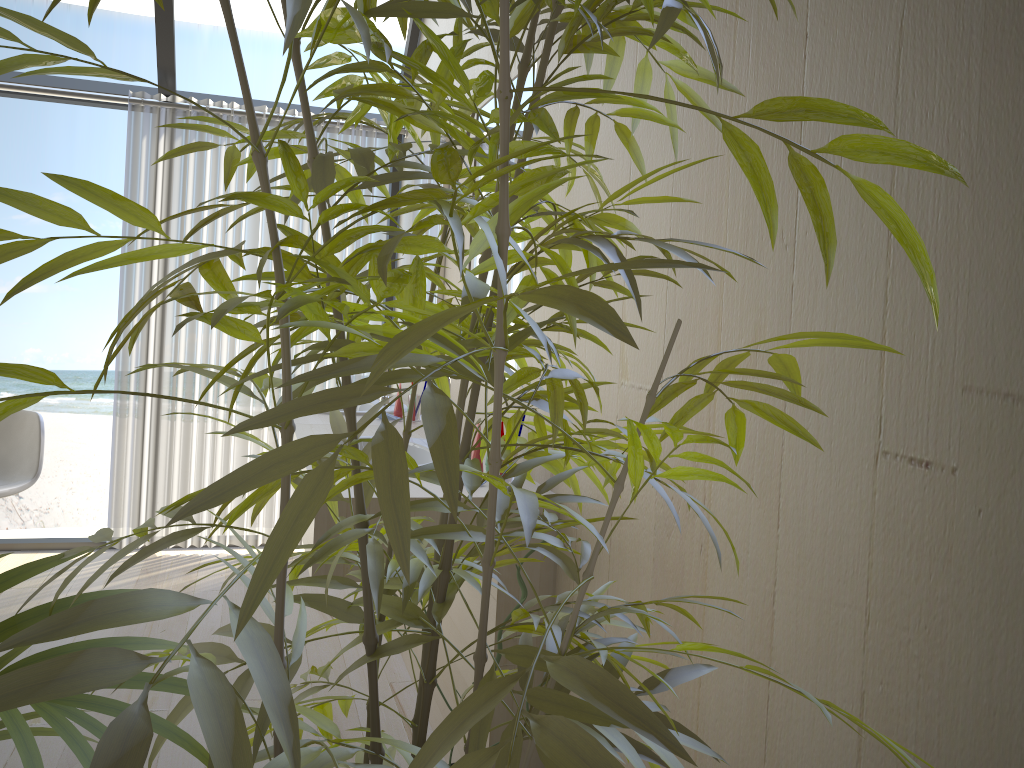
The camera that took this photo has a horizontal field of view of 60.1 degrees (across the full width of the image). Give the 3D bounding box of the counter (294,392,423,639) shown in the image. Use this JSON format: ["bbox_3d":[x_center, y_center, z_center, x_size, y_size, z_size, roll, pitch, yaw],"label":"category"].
[{"bbox_3d":[-0.662,0.487,3.630,0.550,0.790,1.208,3,3,-16],"label":"counter"}]

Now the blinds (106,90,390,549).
[{"bbox_3d":[-1.212,-0.270,4.170,1.182,2.069,0.084,3,1,-16],"label":"blinds"}]

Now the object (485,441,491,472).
[{"bbox_3d":[-0.047,0.157,2.246,0.039,0.135,0.039,4,1,25],"label":"object"}]

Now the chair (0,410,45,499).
[{"bbox_3d":[-2.140,0.291,3.550,0.369,0.347,0.455,4,3,12],"label":"chair"}]

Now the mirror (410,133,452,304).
[{"bbox_3d":[-0.348,-0.530,3.606,0.023,0.867,0.655,3,2,-16],"label":"mirror"}]

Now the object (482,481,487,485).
[{"bbox_3d":[-0.111,0.216,2.062,0.104,0.029,0.032,5,3,24],"label":"object"}]

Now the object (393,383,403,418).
[{"bbox_3d":[-0.421,0.063,3.297,0.039,0.135,0.039,4,1,32],"label":"object"}]

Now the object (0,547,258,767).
[{"bbox_3d":[-0.771,0.493,0.553,0.917,1.156,0.751,4,2,17],"label":"object"}]

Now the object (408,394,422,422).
[{"bbox_3d":[-0.351,0.089,3.225,0.058,0.100,0.058,3,1,-10],"label":"object"}]

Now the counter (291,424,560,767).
[{"bbox_3d":[-0.327,0.587,2.471,0.550,0.790,1.208,3,3,-16],"label":"counter"}]

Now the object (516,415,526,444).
[{"bbox_3d":[0.002,0.149,2.063,0.054,0.175,0.012,3,1,9],"label":"object"}]

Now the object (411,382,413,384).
[{"bbox_3d":[-0.361,0.048,3.197,0.012,0.178,0.050,3,1,23],"label":"object"}]

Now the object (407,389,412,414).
[{"bbox_3d":[-0.383,0.058,3.404,0.039,0.135,0.039,4,1,32],"label":"object"}]

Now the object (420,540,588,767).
[{"bbox_3d":[-0.012,0.668,1.795,0.406,0.748,0.274,2,1,-28],"label":"object"}]

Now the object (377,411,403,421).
[{"bbox_3d":[-0.447,0.116,3.220,0.104,0.029,0.032,5,3,24],"label":"object"}]

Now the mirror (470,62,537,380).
[{"bbox_3d":[-0.034,-0.444,2.619,0.023,0.867,0.655,3,2,-16],"label":"mirror"}]

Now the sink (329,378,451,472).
[{"bbox_3d":[-0.341,0.174,2.421,0.503,0.419,0.575,3,3,-13],"label":"sink"}]

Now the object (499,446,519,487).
[{"bbox_3d":[-0.016,0.189,2.067,0.058,0.100,0.058,3,1,-6],"label":"object"}]

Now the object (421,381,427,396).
[{"bbox_3d":[-0.334,0.049,3.222,0.054,0.175,0.012,3,1,9],"label":"object"}]

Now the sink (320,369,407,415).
[{"bbox_3d":[-0.676,0.075,3.579,0.503,0.419,0.575,3,3,-13],"label":"sink"}]

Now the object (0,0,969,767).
[{"bbox_3d":[-0.050,0.227,0.798,0.787,1.755,0.936,3,1,9],"label":"object"}]

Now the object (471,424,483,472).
[{"bbox_3d":[-0.085,0.163,2.139,0.039,0.135,0.039,4,1,25],"label":"object"}]

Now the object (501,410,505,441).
[{"bbox_3d":[-0.025,0.148,2.039,0.012,0.178,0.050,3,1,23],"label":"object"}]

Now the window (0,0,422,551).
[{"bbox_3d":[-2.692,-0.647,3.529,4.557,2.812,0.746,2,1,-16],"label":"window"}]
